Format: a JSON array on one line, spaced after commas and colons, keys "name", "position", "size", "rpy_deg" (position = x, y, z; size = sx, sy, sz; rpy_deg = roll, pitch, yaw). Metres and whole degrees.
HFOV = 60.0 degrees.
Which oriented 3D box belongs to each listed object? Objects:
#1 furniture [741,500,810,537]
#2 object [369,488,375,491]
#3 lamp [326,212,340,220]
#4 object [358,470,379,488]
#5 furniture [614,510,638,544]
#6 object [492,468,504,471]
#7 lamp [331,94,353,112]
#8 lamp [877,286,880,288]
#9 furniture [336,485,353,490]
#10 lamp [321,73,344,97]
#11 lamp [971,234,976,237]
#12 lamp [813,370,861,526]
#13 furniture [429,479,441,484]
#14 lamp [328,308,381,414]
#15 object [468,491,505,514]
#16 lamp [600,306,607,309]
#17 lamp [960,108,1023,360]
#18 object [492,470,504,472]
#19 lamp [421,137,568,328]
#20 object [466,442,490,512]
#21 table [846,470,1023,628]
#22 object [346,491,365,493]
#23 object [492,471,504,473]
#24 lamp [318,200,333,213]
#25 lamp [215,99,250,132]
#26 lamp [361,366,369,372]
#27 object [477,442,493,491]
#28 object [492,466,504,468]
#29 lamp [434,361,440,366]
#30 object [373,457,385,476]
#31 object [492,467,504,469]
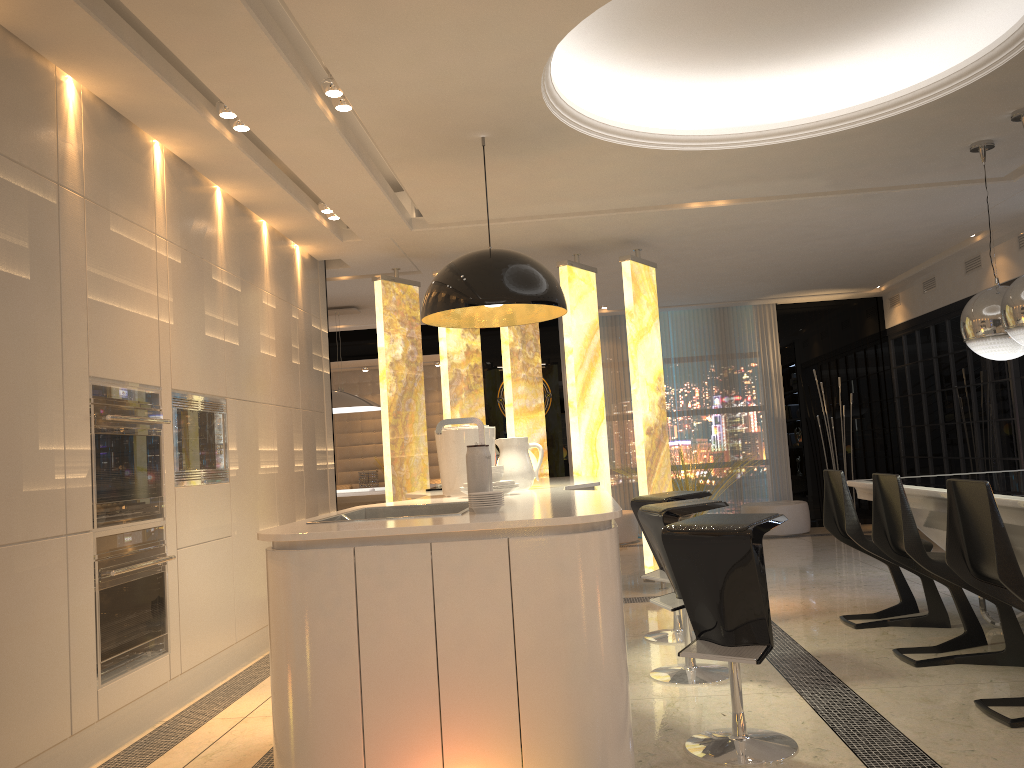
[{"name": "furniture", "position": [2.913, 1.480, 9.821], "size": [0.735, 0.357, 0.735], "rpy_deg": [-2, -5, -24]}, {"name": "object", "position": [-1.372, 1.048, 8.706], "size": [0.057, 0.057, 0.057], "rpy_deg": [-1, -5, -26]}, {"name": "lamp", "position": [-1.163, -1.136, 5.791], "size": [0.107, 0.127, 0.107], "rpy_deg": [-4, -5, 0]}, {"name": "object", "position": [-1.866, 1.393, 11.577], "size": [0.247, 0.522, 0.124], "rpy_deg": [-4, -5, 4]}, {"name": "furniture", "position": [1.054, 1.618, 10.034], "size": [0.735, 0.357, 0.735], "rpy_deg": [-4, -5, 6]}, {"name": "object", "position": [-0.102, 0.398, 3.880], "size": [0.138, 0.051, 0.138], "rpy_deg": [0, -6, -38]}, {"name": "lamp", "position": [-0.765, -1.304, 4.023], "size": [0.107, 0.127, 0.107], "rpy_deg": [-2, -5, -15]}, {"name": "lamp", "position": [4.083, -1.144, 9.946], "size": [0.107, 0.127, 0.107], "rpy_deg": [-2, -5, -15]}, {"name": "furniture", "position": [-2.752, 1.736, 11.252], "size": [1.312, 0.810, 1.107], "rpy_deg": [-4, -5, 4]}, {"name": "lamp", "position": [-0.777, -1.316, 3.860], "size": [0.107, 0.127, 0.107], "rpy_deg": [-2, -5, -15]}, {"name": "lamp", "position": [3.916, -1.322, 7.590], "size": [0.107, 0.127, 0.107], "rpy_deg": [-2, -5, -15]}, {"name": "lamp", "position": [3.694, 0.724, 10.067], "size": [0.418, 1.801, 0.200], "rpy_deg": [-4, -5, 4]}, {"name": "furniture", "position": [-0.854, 1.603, 11.128], "size": [1.312, 0.810, 1.107], "rpy_deg": [-4, -5, 4]}, {"name": "lamp", "position": [-2.098, -0.204, 8.864], "size": [1.578, 0.995, 0.939], "rpy_deg": [-4, -5, 4]}, {"name": "object", "position": [-0.078, 0.364, 2.727], "size": [0.111, 0.062, 0.111], "rpy_deg": [-6, -5, 25]}, {"name": "lamp", "position": [1.064, -0.928, 10.189], "size": [0.107, 0.127, 0.107], "rpy_deg": [-6, -5, 22]}, {"name": "lamp", "position": [2.622, -0.793, 4.215], "size": [0.408, 1.226, 1.827], "rpy_deg": [-4, -5, 4]}, {"name": "object", "position": [-0.101, 0.404, 3.879], "size": [0.138, 0.051, 0.138], "rpy_deg": [0, -6, -38]}, {"name": "lamp", "position": [-0.114, -0.771, 4.338], "size": [0.710, 0.898, 0.710], "rpy_deg": [-5, -5, 14]}, {"name": "object", "position": [-0.108, 0.295, 2.820], "size": [0.071, 0.219, 0.071], "rpy_deg": [-3, -5, -5]}, {"name": "table", "position": [2.668, 0.833, 4.064], "size": [1.293, 0.759, 3.031], "rpy_deg": [-4, -5, 4]}, {"name": "object", "position": [-2.060, 1.130, 8.988], "size": [1.605, 0.026, 0.028], "rpy_deg": [-4, -5, 9]}, {"name": "object", "position": [-0.101, 0.410, 3.879], "size": [0.138, 0.051, 0.138], "rpy_deg": [0, -6, -38]}, {"name": "lamp", "position": [-1.175, -1.148, 5.628], "size": [0.107, 0.127, 0.107], "rpy_deg": [-2, -5, -15]}, {"name": "lamp", "position": [-1.283, -1.264, 4.102], "size": [0.107, 0.127, 0.270], "rpy_deg": [-4, -5, 4]}, {"name": "lamp", "position": [-1.916, -0.227, 11.576], "size": [0.107, 0.127, 0.107], "rpy_deg": [-2, -5, -15]}, {"name": "object", "position": [-0.100, 0.303, 2.926], "size": [0.071, 0.219, 0.071], "rpy_deg": [-2, -5, -20]}, {"name": "object", "position": [-0.102, 0.387, 3.880], "size": [0.138, 0.051, 0.138], "rpy_deg": [0, -6, -38]}, {"name": "lamp", "position": [-0.963, -0.294, 11.513], "size": [0.107, 0.127, 0.107], "rpy_deg": [-2, -5, -15]}, {"name": "object", "position": [-1.590, 1.277, 11.515], "size": [0.390, 0.718, 0.388], "rpy_deg": [-3, -5, -5]}, {"name": "object", "position": [-0.102, 0.393, 3.880], "size": [0.138, 0.051, 0.138], "rpy_deg": [0, -6, -38]}]
